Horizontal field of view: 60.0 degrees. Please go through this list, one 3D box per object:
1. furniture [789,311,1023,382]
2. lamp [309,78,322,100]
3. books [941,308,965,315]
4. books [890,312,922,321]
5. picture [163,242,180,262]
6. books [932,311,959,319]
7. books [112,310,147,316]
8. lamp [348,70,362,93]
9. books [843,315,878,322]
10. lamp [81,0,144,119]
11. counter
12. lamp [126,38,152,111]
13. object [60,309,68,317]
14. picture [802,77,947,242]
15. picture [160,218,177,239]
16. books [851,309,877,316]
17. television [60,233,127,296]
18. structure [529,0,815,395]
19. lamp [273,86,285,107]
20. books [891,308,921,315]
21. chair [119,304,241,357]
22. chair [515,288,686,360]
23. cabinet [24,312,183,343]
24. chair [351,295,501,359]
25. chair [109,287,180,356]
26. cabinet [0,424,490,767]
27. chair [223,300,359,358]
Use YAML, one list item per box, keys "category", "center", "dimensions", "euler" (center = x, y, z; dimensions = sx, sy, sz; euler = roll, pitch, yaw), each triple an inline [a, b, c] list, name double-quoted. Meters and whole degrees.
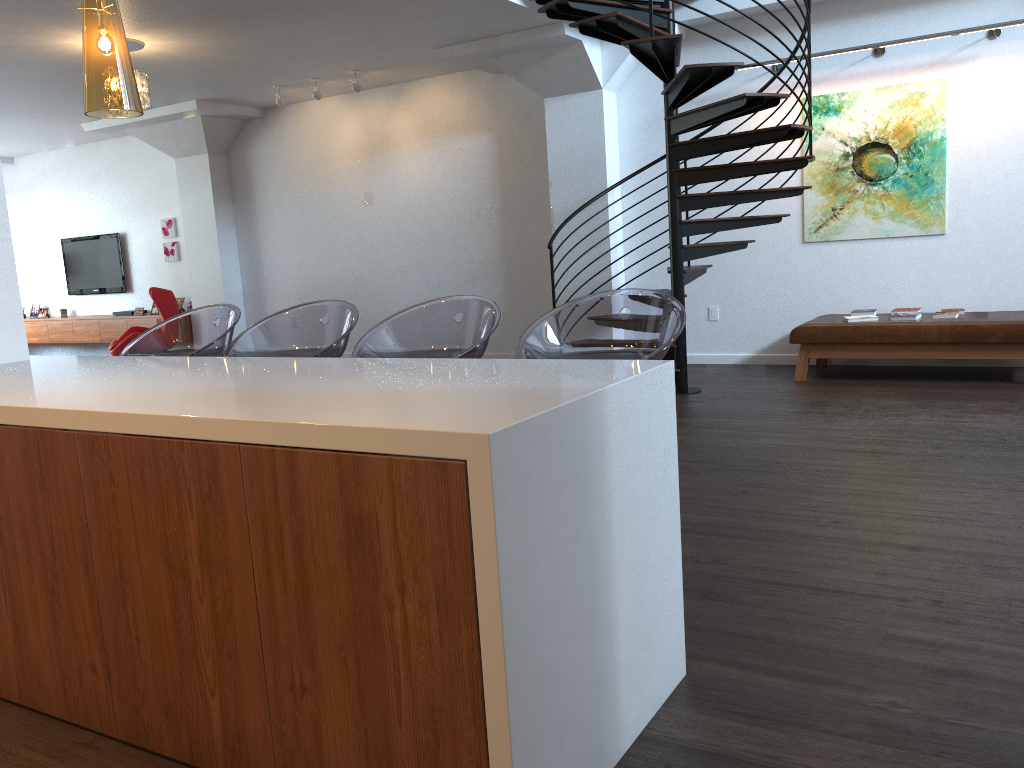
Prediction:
- category: "furniture"
  center: [3.171, -0.298, 6.853]
  dimensions: [1.819, 0.453, 0.907]
  euler: [1, 10, 31]
- category: "lamp"
  center: [-1.982, -2.980, 8.967]
  dimensions: [0.111, 0.211, 0.120]
  euler: [-5, 9, -10]
- category: "books"
  center: [3.420, -0.561, 6.878]
  dimensions: [0.161, 0.036, 0.224]
  euler: [0, 10, 25]
- category: "books"
  center: [2.997, -0.515, 6.738]
  dimensions: [0.185, 0.040, 0.247]
  euler: [2, 10, 34]
- category: "picture"
  center: [-4.493, -1.741, 11.691]
  dimensions: [0.250, 0.250, 0.030]
  euler: [1, 10, 31]
- category: "books"
  center: [3.254, -0.517, 6.652]
  dimensions: [0.161, 0.032, 0.224]
  euler: [1, 10, 31]
- category: "books"
  center: [-5.223, -0.970, 12.122]
  dimensions: [0.400, 0.053, 0.250]
  euler: [1, 10, 31]
- category: "lamp"
  center: [-1.537, -2.969, 8.702]
  dimensions: [0.111, 0.211, 0.120]
  euler: [-3, 9, 5]
- category: "books"
  center: [2.698, -0.507, 6.860]
  dimensions: [0.223, 0.031, 0.161]
  euler: [-2, 9, 9]
- category: "lamp"
  center: [-1.603, -1.784, 3.528]
  dimensions: [0.149, 1.807, 2.842]
  euler: [-7, 9, -19]
- category: "counter"
  center: [0.101, 0.273, 3.076]
  dimensions: [8.182, 0.860, 3.039]
  euler: [-4, 9, 2]
- category: "lamp"
  center: [-3.149, -2.447, 7.112]
  dimensions: [0.441, 0.539, 0.442]
  euler: [-6, 9, -16]
- category: "object"
  center: [-6.533, -1.039, 12.926]
  dimensions: [0.089, 0.110, 0.089]
  euler: [-6, 9, -14]
- category: "picture"
  center: [2.942, -1.797, 7.245]
  dimensions: [1.095, 1.200, 0.010]
  euler: [1, 10, 31]
- category: "picture"
  center: [-4.513, -2.044, 11.645]
  dimensions: [0.250, 0.250, 0.030]
  euler: [1, 10, 31]
- category: "books"
  center: [2.868, -0.580, 7.223]
  dimensions: [0.183, 0.044, 0.254]
  euler: [0, 10, 25]
- category: "television"
  center: [-5.896, -1.670, 12.476]
  dimensions: [1.324, 0.816, 0.013]
  euler: [1, 10, 30]
- category: "structure"
  center: [1.167, -2.090, 6.520]
  dimensions: [1.998, 4.352, 1.998]
  euler: [-5, 9, -8]
- category: "lamp"
  center: [-2.417, -2.990, 9.225]
  dimensions: [0.111, 0.211, 0.120]
  euler: [-8, 9, -24]
- category: "books"
  center: [3.133, -0.572, 7.044]
  dimensions: [0.197, 0.043, 0.283]
  euler: [1, 10, 30]
- category: "chair"
  center: [-1.348, 0.190, 3.723]
  dimensions: [0.530, 1.014, 0.481]
  euler: [2, 10, 33]
- category: "chair"
  center: [0.291, 0.228, 2.763]
  dimensions: [0.530, 1.014, 0.481]
  euler: [2, 10, 33]
- category: "cabinet"
  center: [-5.975, -0.779, 12.507]
  dimensions: [4.501, 0.350, 0.459]
  euler: [1, 10, 31]
- category: "chair"
  center: [-0.267, 0.219, 3.062]
  dimensions: [0.530, 1.014, 0.481]
  euler: [1, 10, 29]
- category: "chair"
  center: [-4.249, -0.602, 10.251]
  dimensions: [0.801, 1.006, 0.798]
  euler: [-9, 10, -33]
- category: "cabinet"
  center: [-1.757, 0.411, 3.134]
  dimensions: [4.493, 0.796, 0.898]
  euler: [1, 10, 31]
- category: "chair"
  center: [-0.806, 0.203, 3.401]
  dimensions: [0.530, 1.014, 0.481]
  euler: [1, 10, 29]
